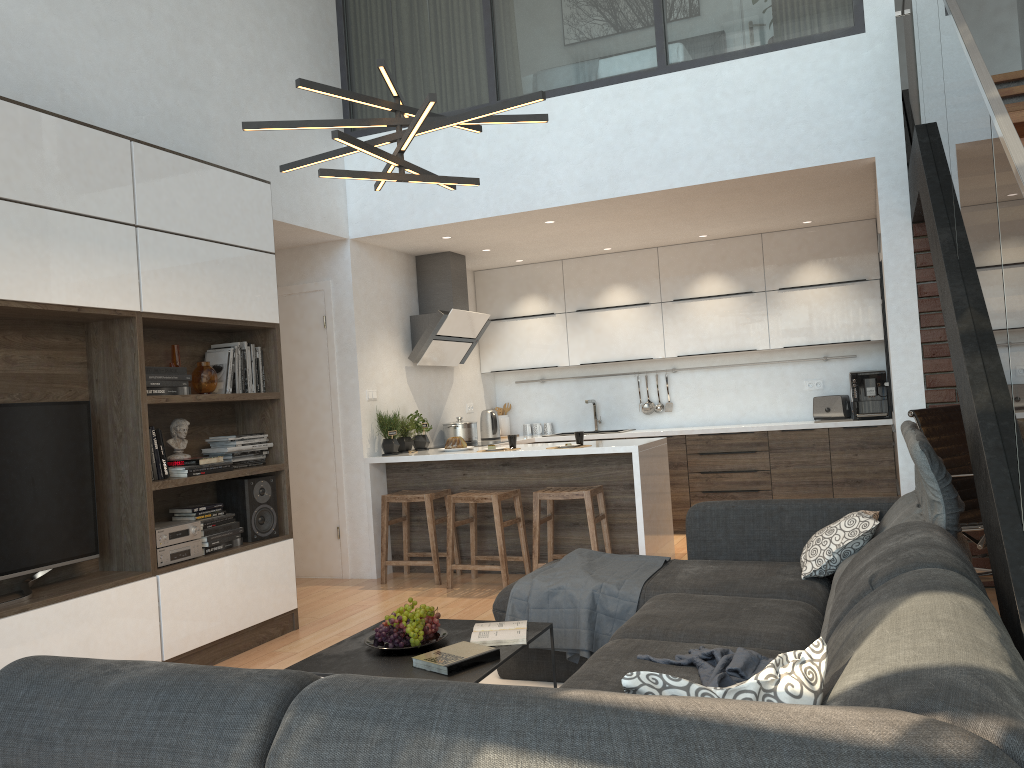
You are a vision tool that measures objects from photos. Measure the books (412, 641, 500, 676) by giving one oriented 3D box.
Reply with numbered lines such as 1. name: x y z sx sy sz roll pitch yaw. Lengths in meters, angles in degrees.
1. books: -0.181 0.888 2.878 0.225 0.029 0.179 -3 -2 -45

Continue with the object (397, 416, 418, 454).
1. object: -0.794 0.368 6.584 0.221 0.283 0.211 -5 -1 36

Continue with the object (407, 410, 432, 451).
1. object: -0.714 0.352 6.763 0.179 0.311 0.172 -5 -1 33

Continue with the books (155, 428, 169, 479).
1. books: -1.732 0.336 4.223 0.177 0.242 0.066 -4 -1 22

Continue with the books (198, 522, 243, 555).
1. books: -1.558 0.784 4.513 0.248 0.123 0.307 -4 -1 17

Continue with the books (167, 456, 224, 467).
1. books: -1.624 0.391 4.460 0.266 0.030 0.209 -4 -1 16

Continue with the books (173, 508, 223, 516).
1. books: -1.598 0.652 4.519 0.142 0.015 0.198 -4 -1 21

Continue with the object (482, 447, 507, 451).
1. object: -0.118 0.444 6.033 0.176 0.014 0.176 -4 -1 12

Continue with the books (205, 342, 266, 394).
1. books: -1.533 -0.081 4.823 0.201 0.287 0.332 -4 -1 22

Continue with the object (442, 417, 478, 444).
1. object: -0.426 0.381 7.323 0.315 0.223 0.288 -3 -1 -26

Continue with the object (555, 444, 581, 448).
1. object: 0.360 0.406 5.795 0.176 0.014 0.176 -4 -1 27

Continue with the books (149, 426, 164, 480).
1. books: -1.751 0.331 4.199 0.193 0.255 0.066 -4 -1 22

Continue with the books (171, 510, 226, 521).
1. books: -1.594 0.670 4.518 0.161 0.023 0.213 -4 -1 26

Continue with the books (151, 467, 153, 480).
1. books: -1.767 0.340 4.150 0.170 0.236 0.049 -4 -1 23

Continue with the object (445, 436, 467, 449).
1. object: -0.409 0.430 6.395 0.155 0.101 0.161 -4 -1 18

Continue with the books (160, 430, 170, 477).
1. books: -1.748 0.342 4.267 0.179 0.233 0.077 -4 -1 22

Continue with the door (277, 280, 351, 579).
1. door: -1.665 0.358 6.495 0.974 2.136 0.085 -4 -1 22

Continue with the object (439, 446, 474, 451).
1. object: -0.401 0.469 6.380 0.261 0.021 0.261 -4 -1 17

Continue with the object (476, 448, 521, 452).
1. object: -0.091 0.451 6.063 0.305 0.002 0.305 -4 -1 -8

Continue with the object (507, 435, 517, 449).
1. object: 0.004 0.398 6.095 0.066 0.093 0.066 -3 -1 -32

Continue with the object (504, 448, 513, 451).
1. object: -0.023 0.438 5.976 0.025 0.011 0.126 -4 -1 26

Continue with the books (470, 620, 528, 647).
1. books: -0.044 0.887 3.174 0.199 0.025 0.294 -4 -1 2

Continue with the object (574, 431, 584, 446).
1. object: 0.448 0.363 5.878 0.066 0.093 0.066 -4 -1 -4

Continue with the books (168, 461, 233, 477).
1. books: -1.599 0.428 4.441 0.250 0.047 0.310 -5 -1 28

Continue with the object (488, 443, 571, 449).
1. object: 0.112 0.411 5.907 0.597 0.039 0.064 -4 -1 19

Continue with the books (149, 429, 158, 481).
1. books: -1.752 0.336 4.168 0.169 0.242 0.050 -4 -1 22

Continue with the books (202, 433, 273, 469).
1. books: -1.494 0.363 4.784 0.224 0.176 0.374 -4 -1 22

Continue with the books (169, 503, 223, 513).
1. books: -1.612 0.633 4.527 0.161 0.023 0.213 -4 -1 26

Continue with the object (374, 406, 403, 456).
1. object: -0.883 0.328 6.385 0.186 0.367 0.196 -4 -1 22

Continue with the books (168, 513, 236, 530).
1. books: -1.584 0.702 4.517 0.224 0.042 0.277 -4 -1 18

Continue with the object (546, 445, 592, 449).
1. object: 0.375 0.415 5.836 0.304 0.002 0.304 -3 -1 -35

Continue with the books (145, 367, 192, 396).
1. books: -1.753 -0.004 4.244 0.277 0.137 0.343 -4 -1 17
